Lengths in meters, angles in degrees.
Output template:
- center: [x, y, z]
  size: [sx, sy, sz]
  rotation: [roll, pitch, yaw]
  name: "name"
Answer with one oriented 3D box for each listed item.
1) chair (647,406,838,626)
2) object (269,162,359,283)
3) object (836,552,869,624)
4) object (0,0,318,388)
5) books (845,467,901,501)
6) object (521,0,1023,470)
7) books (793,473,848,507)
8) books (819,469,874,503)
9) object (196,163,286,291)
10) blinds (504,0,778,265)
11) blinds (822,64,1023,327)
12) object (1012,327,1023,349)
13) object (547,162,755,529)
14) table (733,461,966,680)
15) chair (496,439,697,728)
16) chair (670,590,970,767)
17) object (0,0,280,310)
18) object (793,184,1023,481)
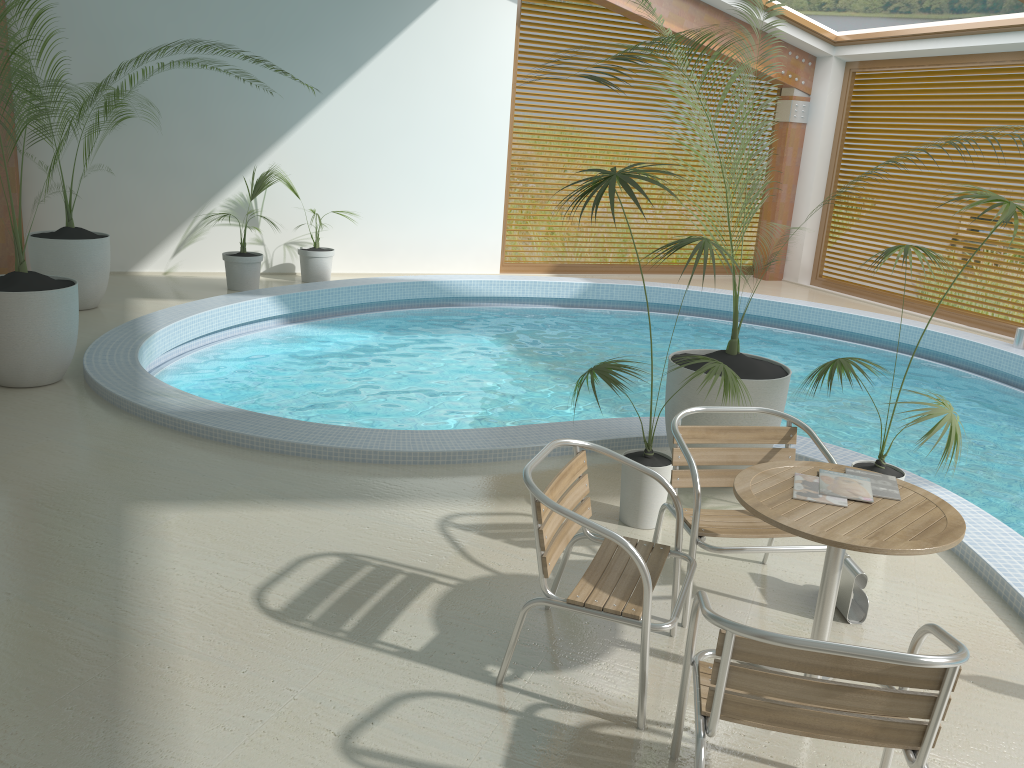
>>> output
- center: [0.939, 0.518, 3.574]
  size: [0.618, 0.727, 0.563]
  rotation: [1, 16, -11]
  name: "chair"
- center: [-2.191, -1.782, 9.883]
  size: [1.067, 1.310, 0.822]
  rotation: [1, 16, -11]
  name: "object"
- center: [1.363, 0.807, 3.612]
  size: [0.081, 0.223, 0.272]
  rotation: [3, 16, -4]
  name: "object"
- center: [-3.050, -1.502, 5.605]
  size: [2.979, 2.960, 2.729]
  rotation: [14, 18, 30]
  name: "object"
- center: [1.213, 0.336, 2.989]
  size: [0.166, 0.004, 0.241]
  rotation: [9, 16, 17]
  name: "books"
- center: [1.347, -0.867, 4.476]
  size: [2.979, 2.960, 2.729]
  rotation: [2, 16, -6]
  name: "object"
- center: [1.008, 0.346, 2.903]
  size: [0.166, 0.004, 0.241]
  rotation: [9, 16, 17]
  name: "books"
- center: [1.106, 0.337, 2.943]
  size: [0.166, 0.004, 0.241]
  rotation: [9, 16, 17]
  name: "books"
- center: [-2.720, -1.631, 9.211]
  size: [0.822, 1.310, 1.067]
  rotation: [8, 16, 15]
  name: "object"
- center: [1.788, -3.587, 12.195]
  size: [4.500, 4.025, 0.099]
  rotation: [-3, 17, -23]
  name: "blinds"
- center: [5.357, -2.302, 10.617]
  size: [0.095, 2.921, 4.200]
  rotation: [-3, 17, -23]
  name: "blinds"
- center: [5.044, -0.458, 8.784]
  size: [0.115, 0.204, 0.115]
  rotation: [9, 16, 16]
  name: "object"
- center: [0.621, -0.135, 4.049]
  size: [1.059, 1.695, 0.791]
  rotation: [7, 16, 12]
  name: "object"
- center: [1.042, 0.716, 2.935]
  size: [0.700, 0.720, 0.700]
  rotation: [3, 16, -4]
  name: "table"
- center: [0.324, 0.626, 3.037]
  size: [0.563, 0.727, 0.618]
  rotation: [9, 17, 18]
  name: "chair"
- center: [0.767, 0.859, 2.319]
  size: [0.618, 0.727, 0.563]
  rotation: [6, 16, 8]
  name: "chair"
- center: [-3.783, -2.167, 7.780]
  size: [2.729, 2.960, 2.979]
  rotation: [-10, 21, -41]
  name: "object"
- center: [1.910, -0.080, 4.182]
  size: [0.791, 1.695, 1.059]
  rotation: [-7, 19, -35]
  name: "object"
